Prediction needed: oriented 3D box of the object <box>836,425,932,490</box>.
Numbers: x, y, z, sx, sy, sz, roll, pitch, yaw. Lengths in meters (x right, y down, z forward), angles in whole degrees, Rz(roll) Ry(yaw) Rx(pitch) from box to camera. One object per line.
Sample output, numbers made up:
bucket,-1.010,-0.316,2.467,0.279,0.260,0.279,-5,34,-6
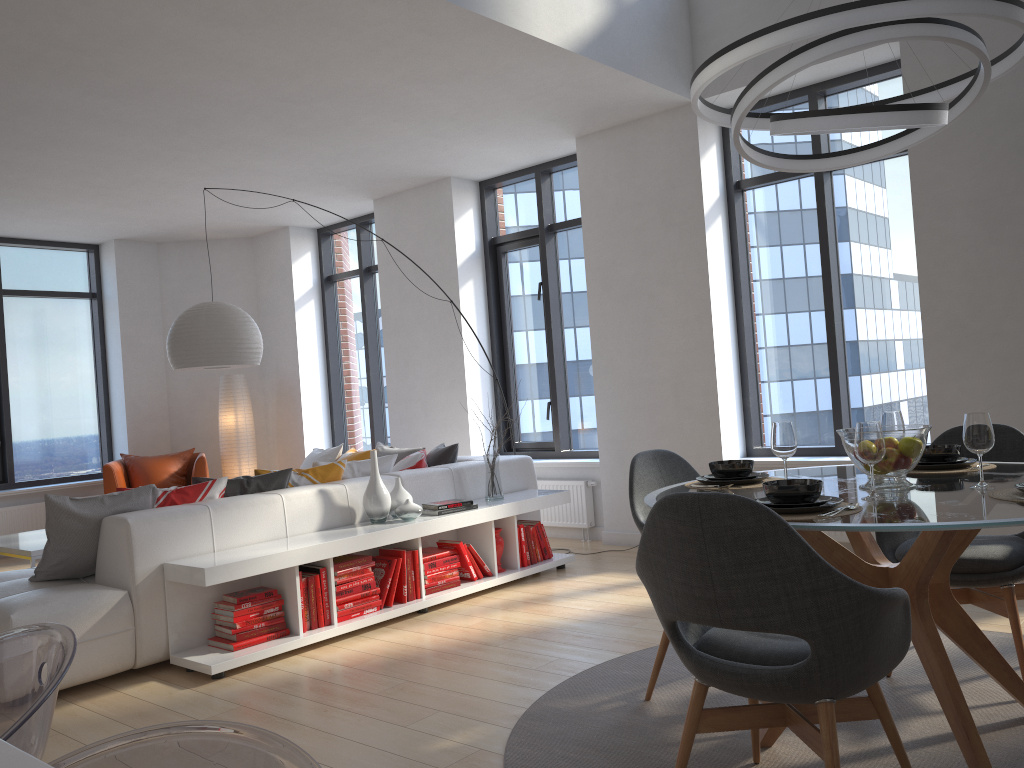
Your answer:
object,1.168,0.230,2.773,0.278,0.184,0.278,-4,-1,-40

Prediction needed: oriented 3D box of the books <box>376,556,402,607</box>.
books,-0.684,1.054,4.753,0.192,0.245,0.115,-5,-1,41

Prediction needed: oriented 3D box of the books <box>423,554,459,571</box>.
books,-0.471,1.012,5.058,0.206,0.039,0.279,-5,-1,40

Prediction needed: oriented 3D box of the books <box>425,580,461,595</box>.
books,-0.457,1.148,5.044,0.206,0.034,0.259,-5,-1,44

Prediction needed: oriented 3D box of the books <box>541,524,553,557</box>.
books,0.161,1.013,5.743,0.173,0.230,0.103,-5,-1,41

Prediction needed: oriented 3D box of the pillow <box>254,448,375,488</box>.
pillow,-1.288,0.695,5.977,0.630,0.440,2.095,-4,-1,-2

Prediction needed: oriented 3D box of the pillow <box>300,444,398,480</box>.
pillow,-1.347,0.685,6.290,0.580,0.456,2.156,-4,-1,-23

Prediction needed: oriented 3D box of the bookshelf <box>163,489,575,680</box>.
bookshelf,-0.587,1.002,4.907,0.356,0.500,2.600,-5,-1,41

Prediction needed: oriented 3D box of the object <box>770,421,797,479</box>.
object,0.894,0.234,2.909,0.083,0.220,0.083,-4,-1,13

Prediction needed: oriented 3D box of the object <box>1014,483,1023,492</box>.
object,1.489,0.255,2.371,0.258,0.074,0.258,-4,-1,-29

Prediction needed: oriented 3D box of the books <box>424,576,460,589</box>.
books,-0.459,1.118,5.032,0.266,0.026,0.187,-4,-1,-43

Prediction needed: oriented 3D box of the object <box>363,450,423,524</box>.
object,-0.686,0.560,4.926,0.316,0.398,0.319,-4,-1,-25

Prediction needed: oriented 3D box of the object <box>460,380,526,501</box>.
object,-0.077,0.348,5.523,0.406,0.744,0.607,-4,-1,-9

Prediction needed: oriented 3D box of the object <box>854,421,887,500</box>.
object,1.031,0.220,2.546,0.083,0.220,0.083,-4,-1,-21

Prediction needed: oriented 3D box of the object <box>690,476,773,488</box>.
object,0.792,0.346,3.161,0.309,0.015,0.206,-4,-1,-44

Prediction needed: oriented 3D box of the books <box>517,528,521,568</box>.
books,-0.016,1.012,5.502,0.168,0.250,0.026,-5,-1,41

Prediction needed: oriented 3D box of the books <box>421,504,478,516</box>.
books,-0.391,0.727,5.162,0.300,0.026,0.245,-4,-1,-44

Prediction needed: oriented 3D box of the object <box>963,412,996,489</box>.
object,1.376,0.195,2.609,0.083,0.220,0.083,-4,-1,2

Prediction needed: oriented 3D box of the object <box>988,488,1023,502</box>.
object,1.480,0.294,2.375,0.360,0.002,0.360,-4,-1,16

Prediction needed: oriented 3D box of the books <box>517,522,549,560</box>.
books,0.121,1.006,5.690,0.187,0.249,0.119,-5,-1,41

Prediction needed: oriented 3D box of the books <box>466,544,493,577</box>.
books,-0.249,1.043,5.263,0.188,0.223,0.186,-5,-1,41

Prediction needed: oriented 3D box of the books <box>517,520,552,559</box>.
books,0.140,1.001,5.717,0.198,0.255,0.116,-5,-1,41

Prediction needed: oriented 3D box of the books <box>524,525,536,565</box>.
books,0.041,1.009,5.589,0.199,0.252,0.076,-5,-1,41

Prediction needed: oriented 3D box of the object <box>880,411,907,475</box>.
object,1.322,0.204,3.072,0.083,0.220,0.083,-4,-1,2

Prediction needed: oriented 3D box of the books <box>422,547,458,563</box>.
books,-0.496,0.978,5.069,0.227,0.032,0.301,-5,-1,41

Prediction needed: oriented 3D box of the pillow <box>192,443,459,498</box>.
pillow,-1.018,0.654,5.473,0.608,0.436,2.120,-5,-1,37

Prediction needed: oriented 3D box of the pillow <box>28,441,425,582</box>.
pillow,-1.539,0.686,5.367,0.647,0.453,2.953,-5,-1,29

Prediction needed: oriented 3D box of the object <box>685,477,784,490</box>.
object,0.799,0.353,3.168,0.360,0.002,0.360,-4,-1,-7

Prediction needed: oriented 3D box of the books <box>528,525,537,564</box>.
books,0.068,1.011,5.604,0.175,0.247,0.066,-5,-1,41

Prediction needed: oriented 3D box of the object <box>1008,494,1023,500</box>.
object,1.483,0.286,2.386,0.309,0.015,0.206,-4,-1,-39

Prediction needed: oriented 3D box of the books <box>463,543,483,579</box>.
books,-0.286,1.039,5.222,0.171,0.232,0.148,-5,-1,43

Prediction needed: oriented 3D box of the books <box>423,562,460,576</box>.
books,-0.455,1.044,5.048,0.261,0.027,0.191,-4,-1,-45

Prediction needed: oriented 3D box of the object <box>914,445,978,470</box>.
object,1.528,0.262,3.187,0.258,0.074,0.258,-4,-1,-29

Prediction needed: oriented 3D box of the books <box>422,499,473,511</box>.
books,-0.375,0.699,5.145,0.238,0.027,0.188,-4,-1,-36

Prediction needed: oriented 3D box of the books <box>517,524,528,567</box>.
books,0.001,1.003,5.535,0.198,0.268,0.050,-5,-1,41

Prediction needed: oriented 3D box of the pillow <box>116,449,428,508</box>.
pillow,-1.224,0.692,5.222,0.575,0.449,2.250,-5,-1,38

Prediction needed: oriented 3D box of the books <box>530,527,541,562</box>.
books,0.088,1.016,5.634,0.165,0.230,0.081,-5,-1,41

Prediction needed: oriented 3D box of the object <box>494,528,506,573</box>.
object,-0.108,1.014,5.411,0.125,0.258,0.125,-4,-1,18

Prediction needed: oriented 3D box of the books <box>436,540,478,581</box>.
books,-0.323,1.032,5.190,0.192,0.248,0.134,-5,-1,41

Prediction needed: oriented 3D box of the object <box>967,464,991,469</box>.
object,1.521,0.293,3.181,0.206,0.015,0.309,-4,-1,-44

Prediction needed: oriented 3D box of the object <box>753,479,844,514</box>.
object,0.777,0.308,2.448,0.258,0.074,0.258,-4,-1,21

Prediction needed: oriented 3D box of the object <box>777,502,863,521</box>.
object,0.773,0.347,2.442,0.360,0.002,0.360,-4,-1,16

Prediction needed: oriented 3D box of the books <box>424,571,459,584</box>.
books,-0.459,1.093,5.045,0.182,0.025,0.257,-5,-1,41

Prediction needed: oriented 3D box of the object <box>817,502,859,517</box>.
object,0.778,0.338,2.439,0.206,0.015,0.309,-4,-1,-44

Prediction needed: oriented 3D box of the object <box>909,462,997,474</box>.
object,1.534,0.300,3.182,0.360,0.002,0.360,-4,-1,-7

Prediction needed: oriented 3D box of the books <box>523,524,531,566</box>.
books,0.024,1.006,5.557,0.185,0.262,0.056,-5,-1,41

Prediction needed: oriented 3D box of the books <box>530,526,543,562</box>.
books,0.101,1.015,5.655,0.178,0.233,0.083,-5,-1,41

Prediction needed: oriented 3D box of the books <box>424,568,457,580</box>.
books,-0.456,1.069,5.038,0.178,0.023,0.236,-5,-1,41

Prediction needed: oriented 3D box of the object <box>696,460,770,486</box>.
object,0.788,0.316,3.176,0.258,0.074,0.258,-4,-1,21
